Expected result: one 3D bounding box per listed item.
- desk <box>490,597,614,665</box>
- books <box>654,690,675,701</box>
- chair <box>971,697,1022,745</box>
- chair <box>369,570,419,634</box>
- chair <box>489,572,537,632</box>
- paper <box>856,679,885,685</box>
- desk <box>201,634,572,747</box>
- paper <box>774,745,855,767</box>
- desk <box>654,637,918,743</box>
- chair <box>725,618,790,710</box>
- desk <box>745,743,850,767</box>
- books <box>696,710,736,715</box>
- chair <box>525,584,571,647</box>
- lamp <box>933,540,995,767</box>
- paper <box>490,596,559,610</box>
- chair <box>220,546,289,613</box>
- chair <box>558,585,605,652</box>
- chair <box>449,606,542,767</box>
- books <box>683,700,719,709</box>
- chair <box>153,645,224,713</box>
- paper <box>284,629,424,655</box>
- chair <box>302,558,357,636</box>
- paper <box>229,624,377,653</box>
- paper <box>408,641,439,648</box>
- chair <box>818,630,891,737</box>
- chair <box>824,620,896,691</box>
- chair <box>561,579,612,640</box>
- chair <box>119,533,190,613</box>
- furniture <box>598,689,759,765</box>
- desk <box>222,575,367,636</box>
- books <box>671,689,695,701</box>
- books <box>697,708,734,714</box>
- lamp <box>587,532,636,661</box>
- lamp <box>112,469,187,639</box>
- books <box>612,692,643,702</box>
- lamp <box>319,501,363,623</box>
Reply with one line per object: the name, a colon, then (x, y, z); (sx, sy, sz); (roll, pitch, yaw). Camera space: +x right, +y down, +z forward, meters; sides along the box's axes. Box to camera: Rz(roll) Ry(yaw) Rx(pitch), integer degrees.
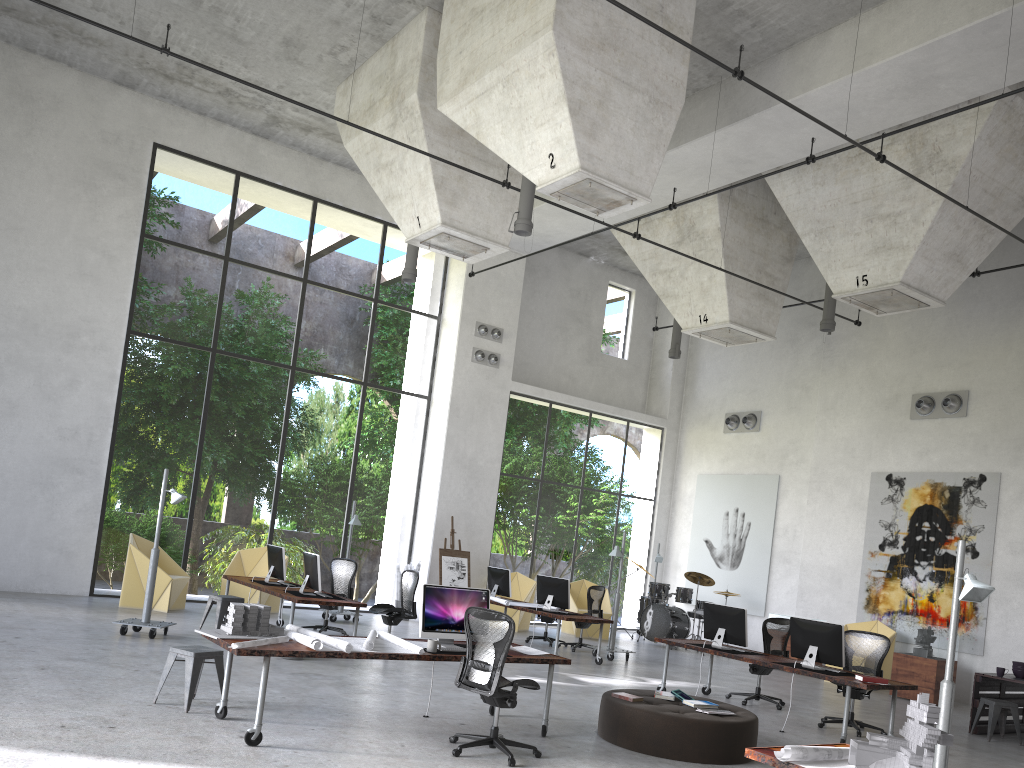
desk: (0.284, 4.087, 14.721); (0.985, 0.717, 3.136); (12, -11, -33)
books: (1.517, 3.091, 8.720); (0.197, 0.034, 0.289); (5, -10, 12)
chair: (6.133, 4.248, 11.096); (0.420, 0.485, 0.442); (7, -6, 1)
chair: (-1.664, 3.188, 12.356); (0.768, 1.175, 0.803); (2, -7, 45)
chair: (-0.067, 4.397, 17.845); (0.976, 1.160, 0.948); (5, -6, 15)
paper: (3.871, 3.196, 9.432); (0.289, 0.001, 0.214); (-1, -13, 38)
desk: (-1.039, 2.642, 7.662); (3.166, 0.718, 0.975); (14, -10, -34)
paper: (2.121, 2.081, 4.677); (0.989, 0.104, 1.076); (15, -13, -38)
desk: (3.103, 3.673, 10.568); (0.985, 0.717, 3.136); (12, -11, -33)
chair: (3.317, 3.676, 11.724); (0.789, 1.175, 0.781); (3, -6, 40)
desk: (2.555, 2.408, 3.989); (0.985, 0.717, 3.136); (12, -11, -33)
books: (1.892, 3.046, 8.148); (0.302, 0.031, 0.221); (10, -11, -19)
chair: (0.697, 4.123, 15.924); (0.769, 1.175, 0.802); (7, -5, 5)
lamp: (3.176, 2.206, 6.402); (0.581, 2.136, 0.599); (7, -3, -9)
paper: (0.200, 3.710, 14.927); (1.084, 0.104, 0.982); (11, -11, -23)
chair: (-4.543, 3.421, 15.460); (0.976, 1.160, 0.948); (6, -6, 12)
chair: (1.252, 4.117, 15.520); (0.789, 1.175, 0.782); (5, -5, 20)
chair: (-0.125, 2.444, 7.246); (0.767, 1.175, 0.804); (4, -6, 30)
books: (1.814, 3.078, 8.445); (0.286, 0.033, 0.199); (11, -11, -21)
chair: (-2.755, 2.535, 7.595); (0.418, 0.485, 0.444); (4, -7, 29)
paper: (-1.341, 2.155, 7.397); (1.088, 0.104, 0.978); (14, -12, -34)
chair: (-2.778, 3.263, 13.509); (0.767, 1.175, 0.804); (5, -5, 20)
paper: (-1.552, 2.114, 7.289); (0.890, 0.102, 1.961); (6, -10, 5)
paper: (-0.759, 2.367, 7.962); (0.489, 0.001, 0.431); (11, -11, -23)
chair: (4.130, 3.549, 10.485); (0.767, 1.175, 0.804); (5, -5, 25)
chair: (6.050, 4.666, 15.251); (0.945, 1.160, 0.979); (11, -7, -35)
chair: (1.579, 4.683, 18.319); (0.984, 1.160, 0.940); (8, -6, -14)
chair: (-5.767, 3.033, 14.143); (0.933, 1.159, 0.991); (7, -6, 2)
furniture: (1.594, 3.286, 8.486); (1.525, 0.424, 1.513); (13, -11, -32)
desk: (-3.191, 3.241, 12.387); (0.975, 0.717, 3.137); (12, -11, -33)
books: (1.688, 3.087, 8.677); (0.204, 0.102, 0.146); (-1, -11, 41)
books: (1.893, 3.043, 8.175); (0.301, 0.039, 0.223); (7, -10, 1)
lamp: (1.784, 3.574, 14.858); (0.602, 2.136, 0.578); (9, -4, -34)
lamp: (-4.569, 2.150, 11.251); (0.596, 2.136, 0.583); (7, -3, -1)
books: (1.104, 2.987, 8.380); (0.177, 0.032, 0.254); (16, -14, -42)
lamp: (-2.923, 3.135, 15.565); (0.585, 2.136, 0.595); (9, -4, -34)
